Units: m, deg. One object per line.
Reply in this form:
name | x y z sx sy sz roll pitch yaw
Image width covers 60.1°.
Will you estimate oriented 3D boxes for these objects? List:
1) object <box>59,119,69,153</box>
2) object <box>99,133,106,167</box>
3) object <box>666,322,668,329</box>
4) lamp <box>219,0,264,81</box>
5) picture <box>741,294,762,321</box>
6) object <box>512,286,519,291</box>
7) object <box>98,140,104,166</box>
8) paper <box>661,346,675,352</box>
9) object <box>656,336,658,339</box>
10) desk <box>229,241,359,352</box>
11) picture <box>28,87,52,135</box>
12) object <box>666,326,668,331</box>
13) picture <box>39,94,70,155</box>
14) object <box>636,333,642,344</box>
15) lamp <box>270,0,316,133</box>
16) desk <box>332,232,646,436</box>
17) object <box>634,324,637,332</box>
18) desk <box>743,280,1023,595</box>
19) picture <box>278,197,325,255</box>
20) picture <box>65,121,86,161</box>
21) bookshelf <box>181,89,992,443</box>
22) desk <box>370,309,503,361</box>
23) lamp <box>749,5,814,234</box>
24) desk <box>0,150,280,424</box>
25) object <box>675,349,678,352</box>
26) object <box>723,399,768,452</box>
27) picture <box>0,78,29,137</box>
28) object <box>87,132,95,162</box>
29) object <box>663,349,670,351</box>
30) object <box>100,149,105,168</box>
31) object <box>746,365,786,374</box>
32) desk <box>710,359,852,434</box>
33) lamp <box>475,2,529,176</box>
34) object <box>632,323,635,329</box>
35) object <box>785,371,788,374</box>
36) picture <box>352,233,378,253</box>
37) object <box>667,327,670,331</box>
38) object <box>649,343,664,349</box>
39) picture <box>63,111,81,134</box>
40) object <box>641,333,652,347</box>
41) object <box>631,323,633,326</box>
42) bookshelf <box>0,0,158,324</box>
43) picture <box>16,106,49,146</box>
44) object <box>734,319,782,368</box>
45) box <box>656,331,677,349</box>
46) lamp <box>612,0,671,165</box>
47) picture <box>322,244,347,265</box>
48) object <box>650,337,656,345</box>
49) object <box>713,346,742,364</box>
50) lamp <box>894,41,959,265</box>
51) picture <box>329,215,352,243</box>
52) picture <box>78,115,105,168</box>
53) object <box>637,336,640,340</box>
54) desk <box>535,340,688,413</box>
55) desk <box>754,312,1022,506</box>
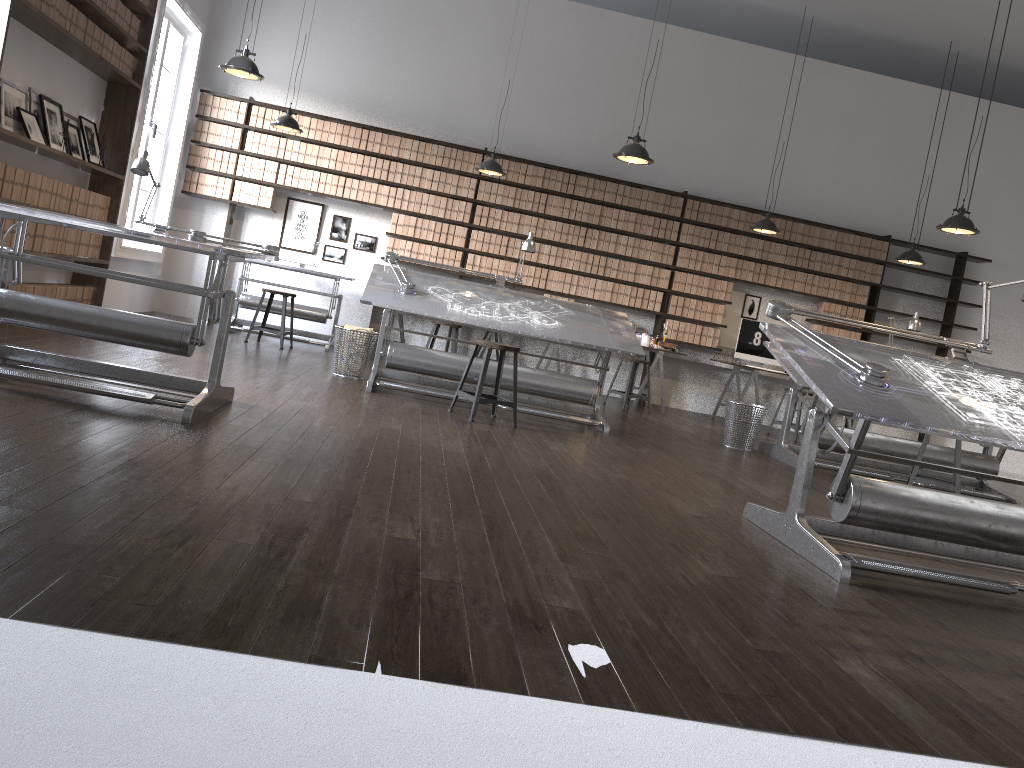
object | -3.293 -1.824 6.507 0.040 0.260 0.175 11 2 -7
object | -3.394 -1.930 7.330 0.040 0.304 0.118 11 2 -7
object | 1.718 -0.583 9.901 0.007 0.228 0.020 12 2 25
lamp | -1.686 -3.283 6.201 0.309 2.249 0.314 10 2 -27
picture | 2.812 -0.903 10.413 0.201 0.284 0.022 11 2 -7
object | 0.013 -0.993 9.984 0.181 0.271 0.157 10 2 -22
object | -3.433 -1.921 7.396 0.040 0.261 0.111 11 2 -7
paper | 1.713 -0.385 9.726 0.155 0.038 0.137 12 4 8
object | 1.601 -0.479 9.895 0.040 0.130 0.005 11 2 -8
desk | -2.306 -1.003 9.299 1.267 1.096 1.074 11 3 -6
picture | -3.465 -1.932 6.512 0.091 0.405 0.370 11 3 -7
object | 1.715 -0.558 9.877 0.005 0.180 0.021 11 2 12
picture | -3.428 -1.928 6.642 0.148 0.391 0.374 11 3 -7
object | 1.436 -0.503 9.969 0.094 0.128 0.094 11 3 -10
lamp | -1.891 -3.485 8.242 0.309 2.249 0.314 10 2 -27
desk | -0.190 -0.534 6.770 2.277 1.385 1.080 11 3 -6
object | 1.395 -0.646 10.157 0.062 0.095 0.061 12 3 25
desk | 2.126 0.155 3.826 2.066 1.385 1.080 11 3 -6
picture | -2.334 -1.752 9.834 0.414 0.574 0.040 11 2 -6
picture | -3.489 -1.921 7.066 0.127 0.290 0.290 11 3 -7
bookshelf | 0.847 -0.789 10.133 9.166 3.203 0.374 11 2 -6
desk | -0.756 -0.492 9.513 1.666 0.668 0.658 11 3 -6
lamp | 2.728 -2.619 8.761 0.312 2.249 0.312 12 2 18
desk | -1.839 -0.558 4.257 1.267 1.187 1.175 11 3 -7
object | 1.816 -0.372 9.801 0.049 0.037 0.049 11 3 -3
object | 1.901 0.347 7.315 0.354 0.377 0.353 12 3 15
picture | -3.421 -1.869 6.086 0.083 0.364 0.417 11 3 -7
object | -3.364 -1.882 7.080 0.040 0.260 0.124 11 2 -7
object | 1.703 -0.369 9.700 0.157 0.005 0.005 7 5 -41
object | -3.367 -1.850 7.275 0.040 0.165 0.066 11 2 -7
object | 2.804 -0.159 9.767 0.438 0.017 0.119 10 4 -11
desk | 3.055 0.223 9.938 1.666 0.668 0.658 11 3 -6
lamp | 0.009 -3.128 8.459 0.309 2.249 0.314 10 2 -27
object | 1.368 -0.646 10.092 0.063 0.094 0.062 12 3 25
object | 3.176 -0.177 10.134 0.096 0.142 0.092 10 3 -27
picture | -1.646 -1.579 9.922 0.251 0.183 0.023 11 2 -6
object | 1.715 -0.562 9.884 0.072 0.186 0.008 13 2 36
object | 1.588 -0.411 9.690 0.196 0.050 0.133 8 5 -36
picture | -3.522 -1.961 7.048 0.095 0.360 0.435 11 3 -7
object | 1.495 -0.489 9.868 0.105 0.141 0.104 11 3 1
object | 1.334 -0.648 10.035 0.062 0.095 0.061 12 3 25
bookshelf | -3.494 -1.619 6.535 0.412 3.717 2.481 11 2 -7
picture | -3.376 -1.801 6.243 0.144 0.228 0.301 11 3 -7
object | 2.842 -0.427 10.014 0.642 0.517 0.205 11 2 -6
box | 1.730 -0.483 9.878 0.211 0.207 0.138 11 2 -6
lamp | 1.110 -2.758 6.513 0.311 2.249 0.312 12 2 14
picture | -1.983 -1.447 9.894 0.251 0.183 0.023 11 2 -6
object | 1.561 -0.459 9.836 0.049 0.111 0.049 11 2 -3
object | 2.452 -0.325 10.039 0.283 0.160 0.204 10 3 -14
lamp | 4.245 -2.334 8.931 0.312 2.249 0.312 12 2 18
picture | -1.917 -1.733 9.888 0.201 0.284 0.022 11 2 -7
picture | -3.526 -2.028 7.434 0.160 0.364 0.344 11 3 -7
object | 1.383 -0.492 9.870 0.062 0.094 0.061 13 3 43
desk | 0.966 -0.169 9.705 1.666 0.668 0.658 11 3 -6
desk | 3.082 0.080 7.135 2.066 1.385 1.080 11 3 -6
